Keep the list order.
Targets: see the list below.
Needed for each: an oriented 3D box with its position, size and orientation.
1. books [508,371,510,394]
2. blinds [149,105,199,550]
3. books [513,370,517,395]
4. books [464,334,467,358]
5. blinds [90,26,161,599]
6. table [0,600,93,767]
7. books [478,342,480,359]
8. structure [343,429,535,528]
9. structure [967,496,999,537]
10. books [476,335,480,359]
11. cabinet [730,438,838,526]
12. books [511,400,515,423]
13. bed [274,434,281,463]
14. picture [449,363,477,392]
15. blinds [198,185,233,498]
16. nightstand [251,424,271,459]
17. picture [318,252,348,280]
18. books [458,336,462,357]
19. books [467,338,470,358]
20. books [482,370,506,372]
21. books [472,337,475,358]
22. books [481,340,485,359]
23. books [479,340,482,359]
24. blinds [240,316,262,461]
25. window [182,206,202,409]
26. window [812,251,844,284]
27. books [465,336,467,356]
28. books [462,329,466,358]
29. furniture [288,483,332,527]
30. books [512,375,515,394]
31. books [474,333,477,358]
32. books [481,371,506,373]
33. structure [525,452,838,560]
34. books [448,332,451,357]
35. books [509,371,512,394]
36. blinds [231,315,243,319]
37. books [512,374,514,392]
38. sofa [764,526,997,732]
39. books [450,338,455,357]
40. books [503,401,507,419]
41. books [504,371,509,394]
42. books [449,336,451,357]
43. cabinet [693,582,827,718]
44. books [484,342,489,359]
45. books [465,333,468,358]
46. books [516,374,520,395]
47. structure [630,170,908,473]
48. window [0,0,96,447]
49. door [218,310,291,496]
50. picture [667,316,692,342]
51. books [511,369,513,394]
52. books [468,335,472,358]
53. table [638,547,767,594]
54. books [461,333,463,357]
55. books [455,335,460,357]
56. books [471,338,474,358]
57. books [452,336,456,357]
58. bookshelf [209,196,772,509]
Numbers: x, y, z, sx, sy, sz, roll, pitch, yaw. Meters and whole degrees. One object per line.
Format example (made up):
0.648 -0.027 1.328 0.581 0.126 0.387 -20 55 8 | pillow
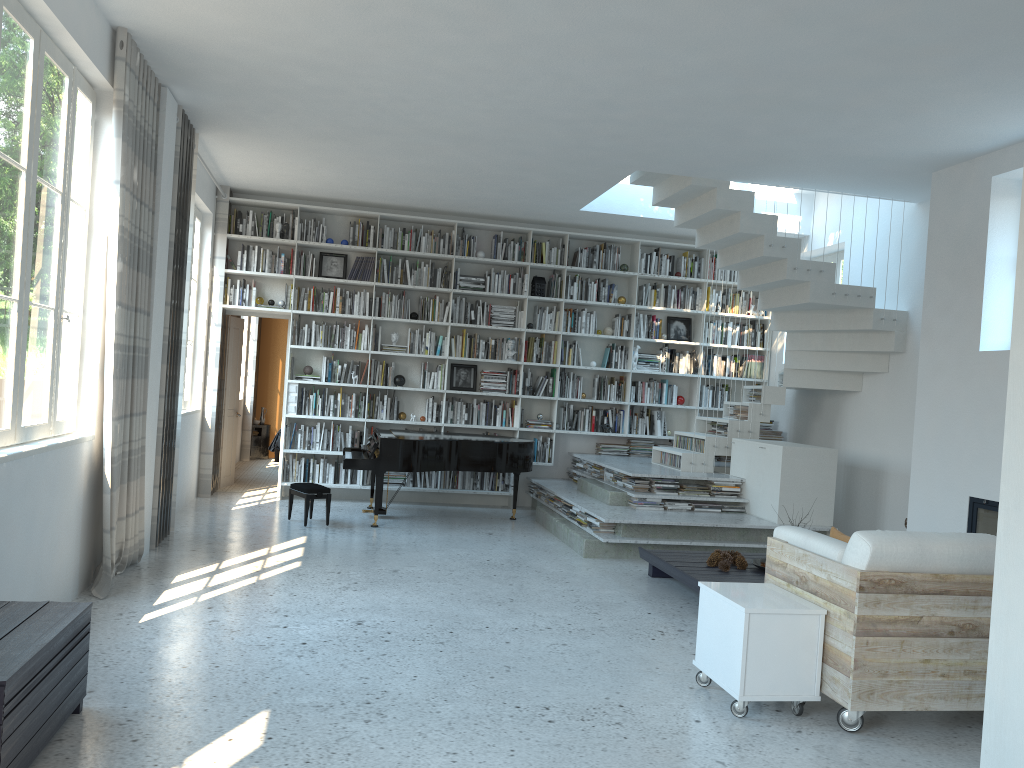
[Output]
-0.049 -0.017 10.000 0.011 0.261 0.184 4 0 -11 | books
-2.627 -0.415 6.790 0.140 3.231 0.776 4 0 -11 | blinds
0.030 -0.021 10.013 0.011 0.279 0.186 4 0 -11 | books
-0.534 -0.421 9.875 0.015 0.266 0.189 4 0 -11 | books
-2.370 -0.421 5.483 0.183 3.262 1.025 4 0 -12 | blinds
-1.819 1.042 2.962 0.524 0.415 0.925 4 0 -11 | table
-0.381 -0.403 9.942 0.011 0.251 0.130 4 0 -11 | books
-0.705 0.927 8.763 1.918 0.833 1.334 4 0 -11 | structure
3.639 1.107 5.733 0.735 0.584 1.210 4 0 -15 | structure
-0.395 -0.412 9.912 0.028 0.268 0.189 4 0 -11 | books
2.436 0.875 8.108 0.551 0.668 0.992 4 0 -11 | cabinet
0.004 0.334 10.030 0.011 0.300 0.149 4 0 -11 | books
-2.482 0.649 12.968 1.770 1.180 2.173 4 0 -11 | bed
-0.545 -0.074 9.963 0.300 0.300 0.077 4 0 -11 | picture
-3.155 -0.441 9.531 0.140 3.231 0.776 4 0 -11 | blinds
-4.040 0.867 13.561 0.650 0.518 0.430 4 0 -8 | nightstand
-1.952 -1.279 9.665 0.300 0.300 0.077 4 0 -11 | picture
-0.586 -0.411 9.898 0.029 0.240 0.155 4 0 -11 | books
-0.503 -0.400 9.920 0.024 0.228 0.147 4 0 -11 | books
-0.206 -0.145 9.970 0.254 0.012 0.161 4 0 -7 | books
-0.438 -0.399 9.926 0.025 0.236 0.137 4 0 -11 | books
-0.336 -0.382 9.939 0.030 0.215 0.168 4 0 -11 | books
-0.363 -0.384 9.933 0.024 0.216 0.175 4 0 -11 | books
-3.906 -0.478 13.430 0.140 3.231 0.776 4 0 -11 | blinds
-3.028 -0.733 8.081 0.073 2.009 1.982 4 0 -11 | window
3.484 -0.820 9.586 0.042 1.226 1.117 4 0 -11 | window
-0.529 -0.410 9.910 0.010 0.245 0.149 4 0 -11 | books
-0.546 -0.448 9.873 0.014 0.317 0.188 4 0 -11 | books
-1.836 1.080 8.032 0.240 0.353 0.467 4 0 -36 | furniture
0.009 0.009 10.027 0.021 0.217 0.132 4 0 -11 | books
-0.417 -0.422 9.922 0.013 0.284 0.176 4 0 -11 | books
-0.207 -0.133 9.973 0.254 0.012 0.161 4 0 -14 | books
1.752 1.188 8.932 2.899 0.659 3.112 4 0 -11 | structure
-0.707 -0.441 9.886 0.010 0.282 0.140 4 0 -11 | books
-0.028 -0.013 10.015 0.013 0.256 0.162 4 0 -11 | books
-3.378 -0.452 10.688 0.140 3.231 0.776 4 0 -11 | blinds
-0.007 0.000 10.025 0.013 0.232 0.134 4 0 -11 | books
2.392 1.103 4.249 2.195 0.854 0.871 4 0 -11 | sofa
-0.663 -0.401 9.868 0.053 0.208 0.156 4 0 -11 | books
-0.087 0.336 10.022 0.010 0.284 0.132 4 0 -11 | books
-0.061 -0.014 10.000 0.012 0.254 0.161 4 0 -11 | books
-0.698 -0.417 9.887 0.011 0.235 0.141 4 0 -11 | books
1.105 1.199 4.024 0.380 0.487 0.502 4 0 -11 | cabinet
-0.300 -0.371 9.959 0.050 0.199 0.145 4 0 -11 | books
-0.514 -0.427 9.894 0.010 0.281 0.170 4 0 -11 | books
0.052 0.006 10.007 0.034 0.229 0.199 4 0 -11 | books
2.072 -0.490 8.568 2.614 3.382 1.954 4 0 -11 | structure
-18.964 -9.161 10.325 32.807 18.542 18.527 4 0 -7 | window
-2.944 0.205 10.018 0.834 1.981 0.786 4 0 -11 | door
1.969 -0.637 10.434 0.300 0.300 0.077 4 0 -11 | picture
-0.016 -0.028 10.016 0.011 0.288 0.152 4 0 -11 | books
-0.478 -0.414 9.931 0.028 0.259 0.134 4 0 -11 | books
1.689 1.388 6.222 1.270 0.218 1.257 4 0 -11 | table
-0.567 -0.432 9.914 0.010 0.284 0.136 4 0 -11 | books
-0.614 -0.417 9.898 0.026 0.248 0.139 4 0 -11 | books
-0.456 -0.396 9.915 0.012 0.228 0.169 4 0 -11 | books
-0.646 -0.417 9.883 0.042 0.242 0.162 4 0 -11 | books
-0.117 -0.169 9.928 6.298 3.143 0.330 4 1 -11 | bookshelf
